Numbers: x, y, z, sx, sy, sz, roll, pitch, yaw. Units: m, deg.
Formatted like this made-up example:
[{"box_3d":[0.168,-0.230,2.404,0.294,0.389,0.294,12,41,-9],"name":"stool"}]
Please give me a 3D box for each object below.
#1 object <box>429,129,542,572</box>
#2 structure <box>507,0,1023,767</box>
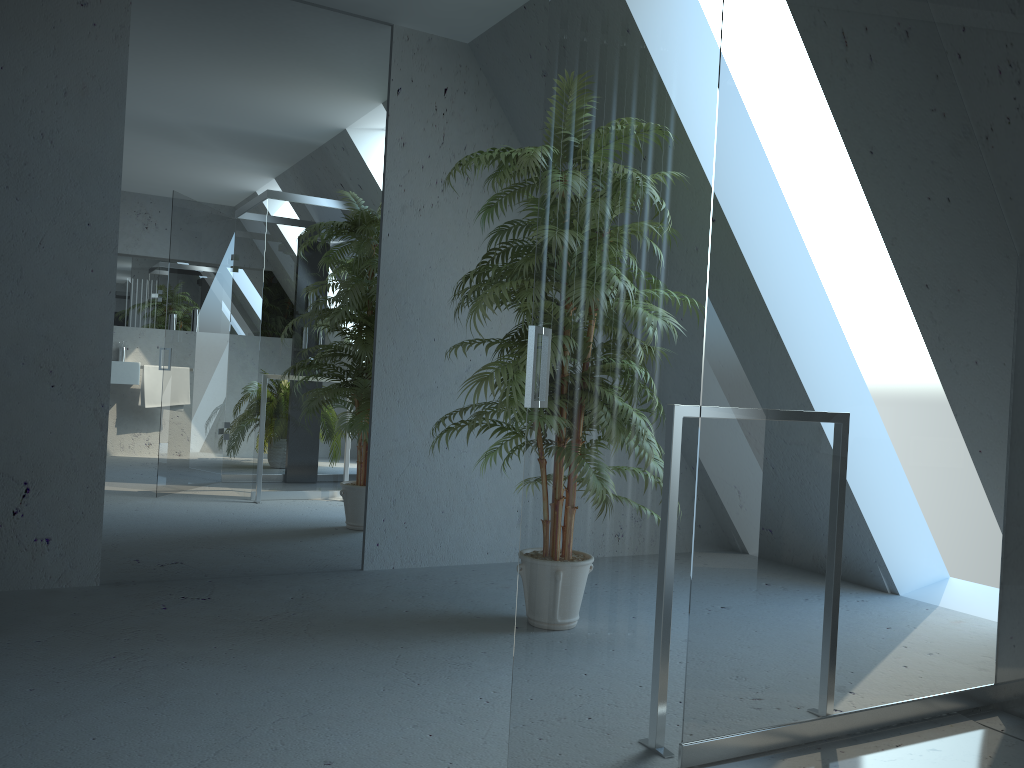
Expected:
[{"box_3d":[0.220,-0.117,3.327,0.980,2.034,1.020,3,0,20],"name":"object"},{"box_3d":[0.935,-0.114,1.890,1.835,2.114,1.184,3,0,-29],"name":"structure"}]
